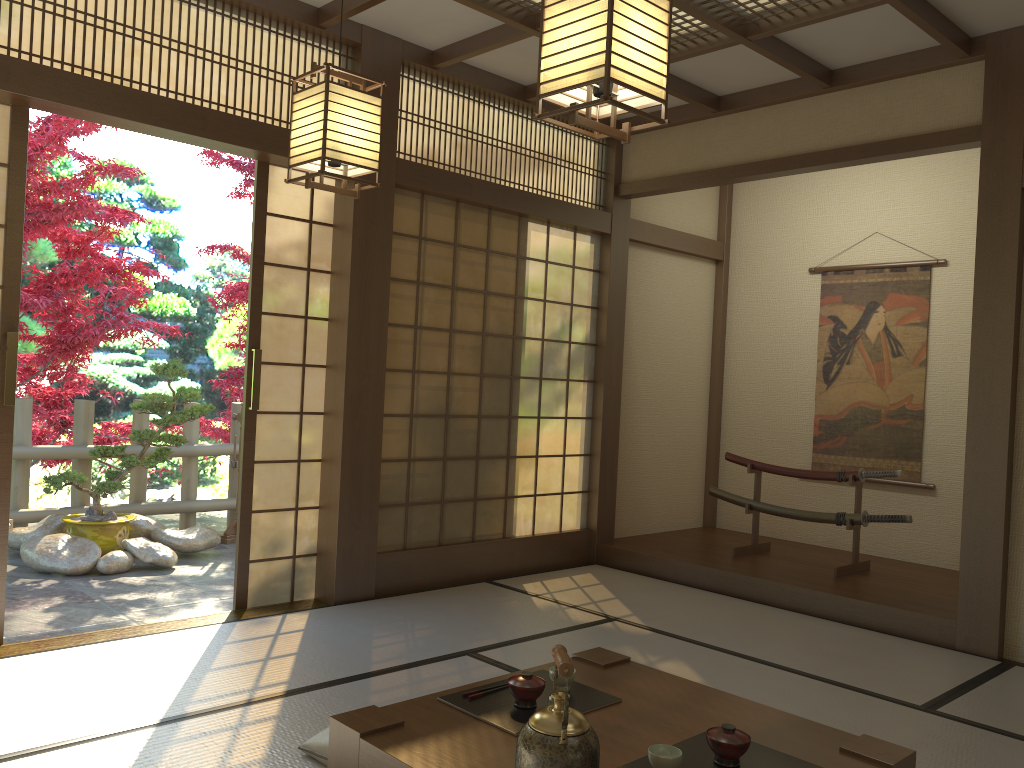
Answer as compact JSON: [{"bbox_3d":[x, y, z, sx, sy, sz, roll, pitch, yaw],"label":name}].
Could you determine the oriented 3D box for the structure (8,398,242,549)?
[{"bbox_3d":[-3.031,0.665,6.385,7.456,1.136,0.245,3,0,-44],"label":"structure"}]

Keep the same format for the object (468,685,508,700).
[{"bbox_3d":[-0.045,0.826,2.399,0.008,0.008,0.200,3,0,43],"label":"object"}]

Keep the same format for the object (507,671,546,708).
[{"bbox_3d":[0.037,0.792,2.305,0.100,0.080,0.100,3,0,-44],"label":"object"}]

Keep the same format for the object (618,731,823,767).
[{"bbox_3d":[0.466,0.860,1.972,0.400,0.007,0.300,3,0,-44],"label":"object"}]

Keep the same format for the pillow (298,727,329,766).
[{"bbox_3d":[-0.327,1.127,2.778,0.486,0.107,0.496,3,0,40],"label":"pillow"}]

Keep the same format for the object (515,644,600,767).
[{"bbox_3d":[0.099,0.697,1.819,0.226,0.296,0.219,3,0,41],"label":"object"}]

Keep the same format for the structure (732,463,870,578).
[{"bbox_3d":[1.844,0.839,5.632,0.446,0.604,0.712,3,0,-44],"label":"structure"}]

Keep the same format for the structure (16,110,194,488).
[{"bbox_3d":[-4.107,-0.781,6.437,3.412,4.004,3.045,3,0,-11],"label":"structure"}]

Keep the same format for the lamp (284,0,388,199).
[{"bbox_3d":[-0.566,-1.195,2.941,0.240,1.129,0.240,3,0,-44],"label":"lamp"}]

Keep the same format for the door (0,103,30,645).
[{"bbox_3d":[-2.739,-0.054,3.027,1.894,2.380,0.073,3,0,-44],"label":"door"}]

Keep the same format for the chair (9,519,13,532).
[{"bbox_3d":[-2.884,0.838,4.140,0.698,0.598,0.704,3,0,3],"label":"chair"}]

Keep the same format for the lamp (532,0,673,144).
[{"bbox_3d":[0.237,-1.154,2.098,0.240,1.129,0.240,3,0,-44],"label":"lamp"}]

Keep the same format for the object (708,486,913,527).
[{"bbox_3d":[1.830,0.789,5.588,0.100,0.144,1.369,3,0,-42],"label":"object"}]

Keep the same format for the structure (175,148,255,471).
[{"bbox_3d":[-1.579,-0.656,8.963,3.045,4.004,3.412,3,0,-41],"label":"structure"}]

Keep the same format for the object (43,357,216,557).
[{"bbox_3d":[-2.550,0.479,5.957,1.032,1.362,0.586,3,0,-17],"label":"object"}]

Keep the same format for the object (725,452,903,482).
[{"bbox_3d":[1.858,0.538,5.569,0.086,0.121,1.186,3,0,-42],"label":"object"}]

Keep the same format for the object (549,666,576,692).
[{"bbox_3d":[0.138,0.814,2.444,0.074,0.052,0.073,3,0,0],"label":"object"}]

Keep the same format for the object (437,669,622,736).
[{"bbox_3d":[0.050,0.839,2.358,0.400,0.007,0.300,3,0,-44],"label":"object"}]

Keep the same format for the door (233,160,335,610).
[{"bbox_3d":[-0.626,0.051,5.044,1.894,2.380,0.073,3,0,-44],"label":"door"}]

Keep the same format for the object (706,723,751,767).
[{"bbox_3d":[0.489,0.814,2.008,0.100,0.080,0.100,3,0,-44],"label":"object"}]

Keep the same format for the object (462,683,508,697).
[{"bbox_3d":[-0.057,0.826,2.413,0.200,0.008,0.008,3,0,-43],"label":"object"}]

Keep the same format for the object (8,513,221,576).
[{"bbox_3d":[-2.610,1.029,5.910,1.147,0.276,1.260,3,0,42],"label":"object"}]

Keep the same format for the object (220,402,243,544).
[{"bbox_3d":[-1.687,0.672,6.556,1.045,1.061,0.368,3,0,25],"label":"object"}]

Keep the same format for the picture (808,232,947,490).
[{"bbox_3d":[2.461,-0.188,6.109,0.038,1.725,0.952,3,0,-44],"label":"picture"}]

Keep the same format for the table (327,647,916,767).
[{"bbox_3d":[0.254,1.018,2.140,1.000,0.350,1.000,3,0,-44],"label":"table"}]

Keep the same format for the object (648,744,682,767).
[{"bbox_3d":[0.332,0.824,1.928,0.074,0.052,0.073,3,0,0],"label":"object"}]
